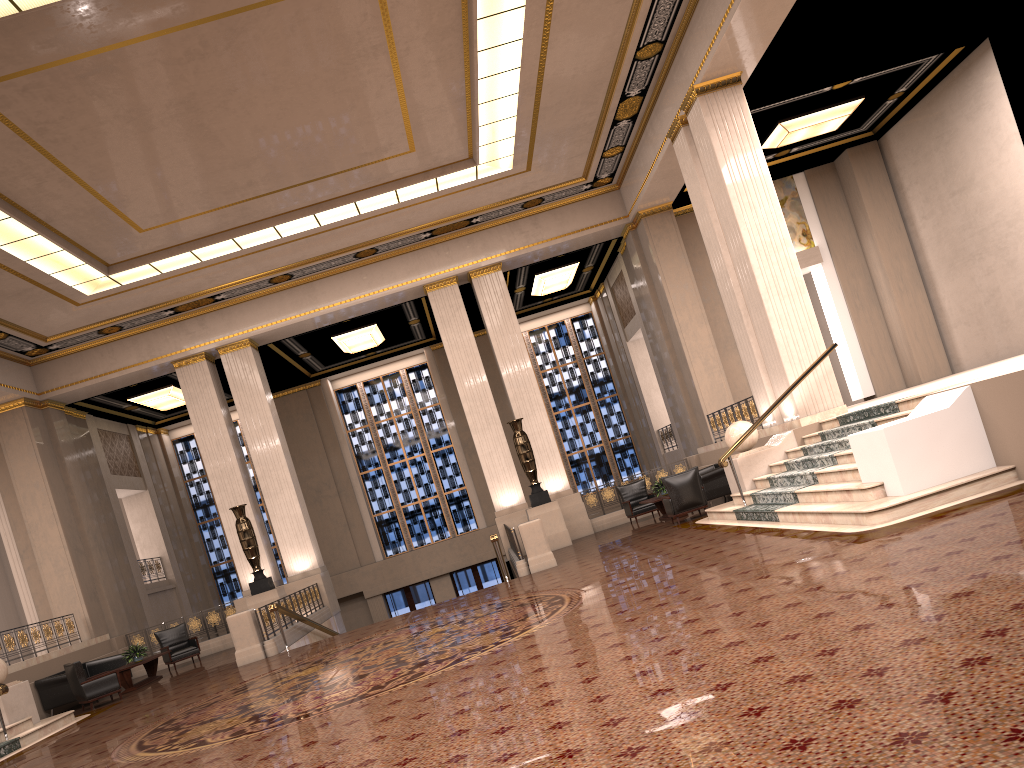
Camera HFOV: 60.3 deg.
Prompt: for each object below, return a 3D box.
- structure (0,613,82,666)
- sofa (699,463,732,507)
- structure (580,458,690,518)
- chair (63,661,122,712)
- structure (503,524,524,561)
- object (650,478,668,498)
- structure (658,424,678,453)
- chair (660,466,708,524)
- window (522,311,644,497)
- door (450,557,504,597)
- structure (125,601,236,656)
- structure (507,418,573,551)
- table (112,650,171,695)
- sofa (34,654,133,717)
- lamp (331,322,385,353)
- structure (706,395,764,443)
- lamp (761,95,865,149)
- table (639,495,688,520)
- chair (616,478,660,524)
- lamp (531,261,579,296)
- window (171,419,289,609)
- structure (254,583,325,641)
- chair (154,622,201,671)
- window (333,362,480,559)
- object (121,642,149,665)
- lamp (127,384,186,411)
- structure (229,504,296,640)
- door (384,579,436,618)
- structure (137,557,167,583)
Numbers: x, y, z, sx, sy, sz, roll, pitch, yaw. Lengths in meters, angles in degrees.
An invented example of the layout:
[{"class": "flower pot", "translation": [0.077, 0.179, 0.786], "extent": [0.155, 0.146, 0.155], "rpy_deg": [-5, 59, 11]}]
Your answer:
[{"class": "structure", "translation": [-8.924, 4.772, 16.353], "extent": [0.032, 0.621, 3.727], "rpy_deg": [-17, -7, -4]}, {"class": "sofa", "translation": [3.829, 1.923, 16.760], "extent": [0.873, 0.703, 1.939], "rpy_deg": [-17, -7, -4]}, {"class": "structure", "translation": [2.805, 2.347, 19.689], "extent": [2.531, 0.653, 0.032], "rpy_deg": [-17, -1, -2]}, {"class": "chair", "translation": [-6.985, 4.976, 14.731], "extent": [0.706, 0.842, 0.661], "rpy_deg": [-14, -5, -43]}, {"class": "structure", "translation": [-0.019, 2.945, 16.682], "extent": [0.079, 0.534, 4.982], "rpy_deg": [-17, -7, -5]}, {"class": "object", "translation": [2.857, 1.934, 16.713], "extent": [0.510, 0.375, 0.519], "rpy_deg": [-20, -6, 29]}, {"class": "structure", "translation": [4.179, 1.431, 23.337], "extent": [0.031, 0.664, 2.174], "rpy_deg": [-17, -7, -4]}, {"class": "chair", "translation": [2.907, 1.903, 14.969], "extent": [0.646, 0.841, 0.722], "rpy_deg": [-17, -4, -3]}, {"class": "window", "translation": [1.834, 0.749, 26.980], "extent": [2.983, 5.346, 0.069], "rpy_deg": [-17, -1, -2]}, {"class": "door", "translation": [-0.762, 6.662, 26.261], "extent": [1.489, 2.718, 0.156], "rpy_deg": [-17, -1, -2]}, {"class": "structure", "translation": [-7.154, 5.419, 19.295], "extent": [2.531, 0.653, 0.032], "rpy_deg": [-17, -1, -2]}, {"class": "structure", "translation": [0.467, 2.084, 18.225], "extent": [0.699, 2.782, 0.703], "rpy_deg": [-17, -1, -3]}, {"class": "table", "translation": [-6.915, 5.377, 16.328], "extent": [0.837, 0.434, 1.488], "rpy_deg": [-17, -7, -4]}, {"class": "sofa", "translation": [-7.831, 5.520, 16.299], "extent": [0.873, 0.703, 1.939], "rpy_deg": [-17, -7, -4]}, {"class": "lamp", "translation": [-3.975, -1.137, 23.044], "extent": [1.165, 0.213, 2.034], "rpy_deg": [-17, -7, -4]}, {"class": "structure", "translation": [4.290, 0.696, 16.876], "extent": [0.032, 0.621, 3.727], "rpy_deg": [-17, -7, -4]}, {"class": "lamp", "translation": [5.816, -5.002, 17.108], "extent": [1.713, 0.213, 1.178], "rpy_deg": [-17, -7, -3]}, {"class": "table", "translation": [2.993, 2.320, 16.720], "extent": [0.837, 0.434, 1.488], "rpy_deg": [-17, -7, -4]}, {"class": "chair", "translation": [2.657, 2.440, 18.399], "extent": [0.645, 0.841, 0.724], "rpy_deg": [-17, -4, -8]}, {"class": "lamp", "translation": [1.128, -2.711, 23.246], "extent": [1.165, 0.213, 2.034], "rpy_deg": [-17, -7, -4]}, {"class": "window", "translation": [-8.067, 3.804, 26.589], "extent": [2.983, 5.346, 0.069], "rpy_deg": [-17, -1, -2]}, {"class": "structure", "translation": [-4.056, 4.191, 16.522], "extent": [0.079, 0.534, 4.979], "rpy_deg": [-17, -7, -4]}, {"class": "chair", "translation": [-6.817, 5.362, 18.020], "extent": [0.638, 0.842, 0.731], "rpy_deg": [-15, -5, -38]}, {"class": "window", "translation": [-3.200, 2.302, 26.781], "extent": [2.983, 5.346, 0.069], "rpy_deg": [-17, -1, -2]}, {"class": "object", "translation": [-6.938, 4.943, 16.224], "extent": [0.510, 0.375, 0.519], "rpy_deg": [-20, -6, 29]}, {"class": "lamp", "translation": [-8.991, 0.411, 22.846], "extent": [1.165, 0.213, 2.034], "rpy_deg": [-17, -7, -4]}, {"class": "structure", "translation": [-5.188, 3.829, 18.001], "extent": [0.699, 2.782, 0.703], "rpy_deg": [-17, -1, -3]}, {"class": "door", "translation": [-2.753, 7.276, 26.183], "extent": [1.489, 2.718, 0.156], "rpy_deg": [-17, -1, -2]}, {"class": "structure", "translation": [-9.432, 4.853, 22.821], "extent": [0.031, 0.664, 2.174], "rpy_deg": [-17, -7, -4]}]
